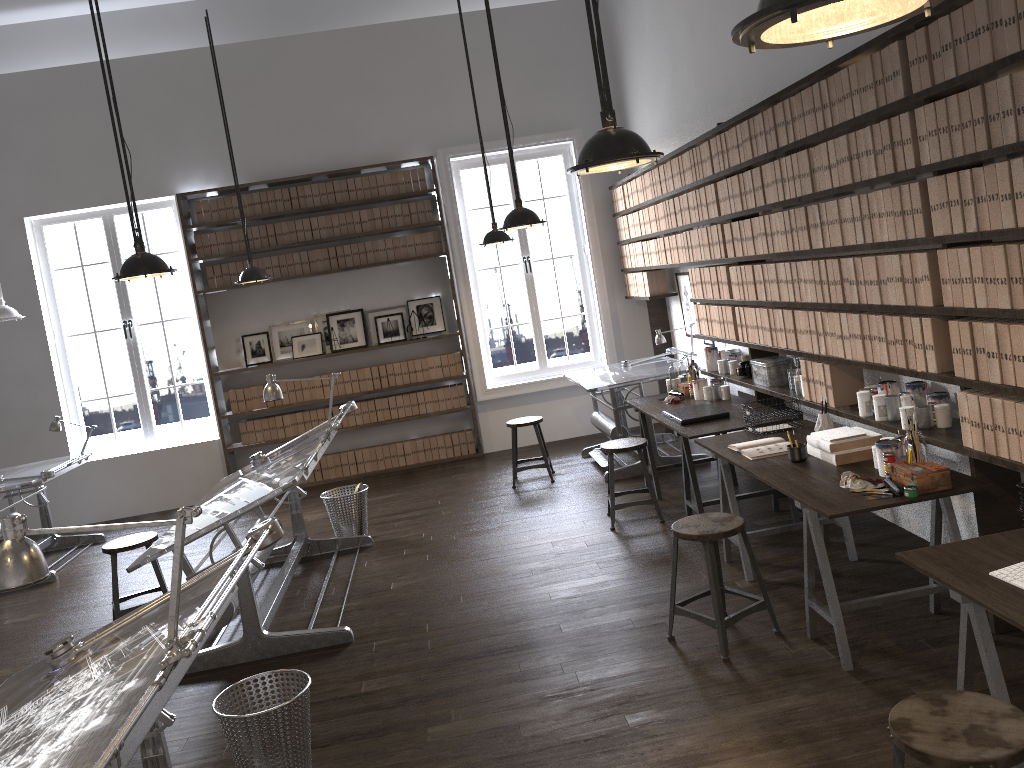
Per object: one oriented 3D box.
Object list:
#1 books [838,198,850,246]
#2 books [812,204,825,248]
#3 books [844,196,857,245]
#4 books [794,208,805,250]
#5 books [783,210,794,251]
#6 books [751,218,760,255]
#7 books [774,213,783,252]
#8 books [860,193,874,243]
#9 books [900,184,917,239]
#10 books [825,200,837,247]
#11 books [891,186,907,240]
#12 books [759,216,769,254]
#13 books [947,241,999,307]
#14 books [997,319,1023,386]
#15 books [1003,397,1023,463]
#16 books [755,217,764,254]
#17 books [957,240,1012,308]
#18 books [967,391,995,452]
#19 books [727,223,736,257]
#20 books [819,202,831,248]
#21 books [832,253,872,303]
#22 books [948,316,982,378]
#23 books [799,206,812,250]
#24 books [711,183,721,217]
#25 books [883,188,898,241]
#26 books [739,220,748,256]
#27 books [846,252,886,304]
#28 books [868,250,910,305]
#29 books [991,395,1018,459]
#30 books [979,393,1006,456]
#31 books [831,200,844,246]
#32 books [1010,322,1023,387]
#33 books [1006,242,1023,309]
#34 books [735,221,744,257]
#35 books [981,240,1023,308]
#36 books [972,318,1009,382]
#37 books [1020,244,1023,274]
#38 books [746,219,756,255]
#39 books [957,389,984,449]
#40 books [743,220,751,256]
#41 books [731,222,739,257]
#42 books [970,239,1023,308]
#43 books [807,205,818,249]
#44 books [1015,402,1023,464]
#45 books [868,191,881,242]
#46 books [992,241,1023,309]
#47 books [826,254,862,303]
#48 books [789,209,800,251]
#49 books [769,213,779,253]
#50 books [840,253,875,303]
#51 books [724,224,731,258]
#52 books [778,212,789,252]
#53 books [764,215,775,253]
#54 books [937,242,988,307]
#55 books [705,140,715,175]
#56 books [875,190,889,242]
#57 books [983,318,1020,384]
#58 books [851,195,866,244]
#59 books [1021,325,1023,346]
[{"bbox_3d":[1.625,-0.762,4.113,0.174,0.225,0.067,-10,4,-5],"label":"books"},{"bbox_3d":[1.596,-0.791,4.387,0.174,0.225,0.067,-10,4,-5],"label":"books"},{"bbox_3d":[1.630,-0.755,4.051,0.174,0.225,0.067,-10,4,-5],"label":"books"},{"bbox_3d":[1.580,-0.815,4.607,0.174,0.225,0.067,-10,4,-5],"label":"books"},{"bbox_3d":[1.561,-0.827,4.734,0.174,0.225,0.067,-10,4,-5],"label":"books"},{"bbox_3d":[1.519,-0.880,5.221,0.174,0.225,0.067,-10,4,-5],"label":"books"},{"bbox_3d":[1.550,-0.843,4.878,0.174,0.225,0.067,-10,4,-5],"label":"books"},{"bbox_3d":[1.645,-0.740,3.909,0.174,0.225,0.067,-10,4,-5],"label":"books"},{"bbox_3d":[1.677,-0.703,3.569,0.174,0.225,0.067,-10,4,-5],"label":"books"},{"bbox_3d":[1.614,-0.776,4.247,0.174,0.225,0.067,-10,4,-5],"label":"books"},{"bbox_3d":[1.666,-0.709,3.632,0.174,0.225,0.067,-10,4,-5],"label":"books"},{"bbox_3d":[1.528,-0.865,5.086,0.174,0.225,0.067,-10,4,-5],"label":"books"},{"bbox_3d":[1.746,-0.409,3.323,0.174,0.225,0.067,-10,4,-5],"label":"books"},{"bbox_3d":[1.813,-0.114,3.106,0.174,0.225,0.067,-10,4,-5],"label":"books"},{"bbox_3d":[1.856,0.156,3.141,0.174,0.225,0.067,-10,4,-5],"label":"books"},{"bbox_3d":[1.523,-0.873,5.159,0.174,0.225,0.067,-10,4,-5],"label":"books"},{"bbox_3d":[1.749,-0.401,3.253,0.174,0.225,0.067,-10,4,-5],"label":"books"},{"bbox_3d":[1.830,0.136,3.340,0.174,0.225,0.067,-10,4,-5],"label":"books"},{"bbox_3d":[1.475,-0.925,5.641,0.174,0.225,0.067,-10,4,-5],"label":"books"},{"bbox_3d":[1.607,-0.784,4.317,0.174,0.225,0.067,-10,4,-5],"label":"books"},{"bbox_3d":[1.652,-0.504,4.268,0.174,0.225,0.067,-10,4,-5],"label":"books"},{"bbox_3d":[1.786,-0.145,3.395,0.174,0.225,0.067,-10,4,-5],"label":"books"},{"bbox_3d":[1.581,-0.806,4.532,0.174,0.225,0.067,-10,4,-5],"label":"books"},{"bbox_3d":[1.413,-1.215,5.811,0.174,0.225,0.067,-10,4,-5],"label":"books"},{"bbox_3d":[1.660,-0.716,3.698,0.174,0.225,0.067,-10,4,-5],"label":"books"},{"bbox_3d":[1.501,-0.902,5.425,0.174,0.225,0.067,-10,4,-5],"label":"books"},{"bbox_3d":[1.667,-0.488,4.123,0.174,0.225,0.067,-10,4,-5],"label":"books"},{"bbox_3d":[1.685,-0.466,3.915,0.174,0.225,0.067,-10,4,-5],"label":"books"},{"bbox_3d":[1.847,0.150,3.206,0.174,0.225,0.067,-10,4,-5],"label":"books"},{"bbox_3d":[1.837,0.144,3.268,0.174,0.225,0.067,-10,4,-5],"label":"books"},{"bbox_3d":[1.614,-0.768,4.179,0.174,0.225,0.067,-10,4,-5],"label":"books"},{"bbox_3d":[1.820,-0.106,3.035,0.174,0.225,0.067,-10,4,-5],"label":"books"},{"bbox_3d":[1.779,-0.373,2.986,0.174,0.225,0.067,-10,4,-5],"label":"books"},{"bbox_3d":[1.490,-0.909,5.495,0.174,0.225,0.067,-10,4,-5],"label":"books"},{"bbox_3d":[1.765,-0.387,3.119,0.174,0.225,0.067,-10,4,-5],"label":"books"},{"bbox_3d":[1.800,-0.129,3.247,0.174,0.225,0.067,-10,4,-5],"label":"books"},{"bbox_3d":[1.786,-0.365,2.915,0.174,0.225,0.067,-10,4,-5],"label":"books"},{"bbox_3d":[1.508,-0.887,5.287,0.174,0.225,0.067,-10,4,-5],"label":"books"},{"bbox_3d":[1.827,0.128,3.412,0.174,0.225,0.067,-10,4,-5],"label":"books"},{"bbox_3d":[1.507,-0.895,5.355,0.174,0.225,0.067,-10,4,-5],"label":"books"},{"bbox_3d":[1.488,-0.918,5.566,0.174,0.225,0.067,-10,4,-5],"label":"books"},{"bbox_3d":[1.758,-0.393,3.181,0.174,0.225,0.067,-10,4,-5],"label":"books"},{"bbox_3d":[1.594,-0.799,4.458,0.174,0.225,0.067,-10,4,-5],"label":"books"},{"bbox_3d":[1.858,0.165,3.067,0.174,0.225,0.067,-10,4,-5],"label":"books"},{"bbox_3d":[1.654,-0.733,3.840,0.174,0.225,0.067,-10,4,-5],"label":"books"},{"bbox_3d":[1.767,-0.379,3.052,0.174,0.225,0.067,-10,4,-5],"label":"books"},{"bbox_3d":[1.651,-0.512,4.342,0.174,0.225,0.067,-10,4,-5],"label":"books"},{"bbox_3d":[1.571,-0.821,4.671,0.174,0.225,0.067,-10,4,-5],"label":"books"},{"bbox_3d":[1.547,-0.851,4.948,0.174,0.225,0.067,-10,4,-5],"label":"books"},{"bbox_3d":[1.665,-0.497,4.194,0.174,0.225,0.067,-10,4,-5],"label":"books"},{"bbox_3d":[1.473,-0.933,5.715,0.174,0.225,0.067,-10,4,-5],"label":"books"},{"bbox_3d":[1.554,-0.835,4.806,0.174,0.225,0.067,-10,4,-5],"label":"books"},{"bbox_3d":[1.539,-0.859,5.017,0.174,0.225,0.067,-10,4,-5],"label":"books"},{"bbox_3d":[1.741,-0.417,3.393,0.174,0.225,0.067,-10,4,-5],"label":"books"},{"bbox_3d":[1.369,-1.486,5.784,0.174,0.225,0.067,-10,4,-5],"label":"books"},{"bbox_3d":[1.656,-0.725,3.770,0.174,0.225,0.067,-10,4,-5],"label":"books"},{"bbox_3d":[1.802,-0.121,3.176,0.174,0.225,0.067,-10,4,-5],"label":"books"},{"bbox_3d":[1.635,-0.747,3.978,0.174,0.225,0.067,-10,4,-5],"label":"books"},{"bbox_3d":[1.821,-0.098,2.968,0.174,0.225,0.067,-10,4,-5],"label":"books"}]
